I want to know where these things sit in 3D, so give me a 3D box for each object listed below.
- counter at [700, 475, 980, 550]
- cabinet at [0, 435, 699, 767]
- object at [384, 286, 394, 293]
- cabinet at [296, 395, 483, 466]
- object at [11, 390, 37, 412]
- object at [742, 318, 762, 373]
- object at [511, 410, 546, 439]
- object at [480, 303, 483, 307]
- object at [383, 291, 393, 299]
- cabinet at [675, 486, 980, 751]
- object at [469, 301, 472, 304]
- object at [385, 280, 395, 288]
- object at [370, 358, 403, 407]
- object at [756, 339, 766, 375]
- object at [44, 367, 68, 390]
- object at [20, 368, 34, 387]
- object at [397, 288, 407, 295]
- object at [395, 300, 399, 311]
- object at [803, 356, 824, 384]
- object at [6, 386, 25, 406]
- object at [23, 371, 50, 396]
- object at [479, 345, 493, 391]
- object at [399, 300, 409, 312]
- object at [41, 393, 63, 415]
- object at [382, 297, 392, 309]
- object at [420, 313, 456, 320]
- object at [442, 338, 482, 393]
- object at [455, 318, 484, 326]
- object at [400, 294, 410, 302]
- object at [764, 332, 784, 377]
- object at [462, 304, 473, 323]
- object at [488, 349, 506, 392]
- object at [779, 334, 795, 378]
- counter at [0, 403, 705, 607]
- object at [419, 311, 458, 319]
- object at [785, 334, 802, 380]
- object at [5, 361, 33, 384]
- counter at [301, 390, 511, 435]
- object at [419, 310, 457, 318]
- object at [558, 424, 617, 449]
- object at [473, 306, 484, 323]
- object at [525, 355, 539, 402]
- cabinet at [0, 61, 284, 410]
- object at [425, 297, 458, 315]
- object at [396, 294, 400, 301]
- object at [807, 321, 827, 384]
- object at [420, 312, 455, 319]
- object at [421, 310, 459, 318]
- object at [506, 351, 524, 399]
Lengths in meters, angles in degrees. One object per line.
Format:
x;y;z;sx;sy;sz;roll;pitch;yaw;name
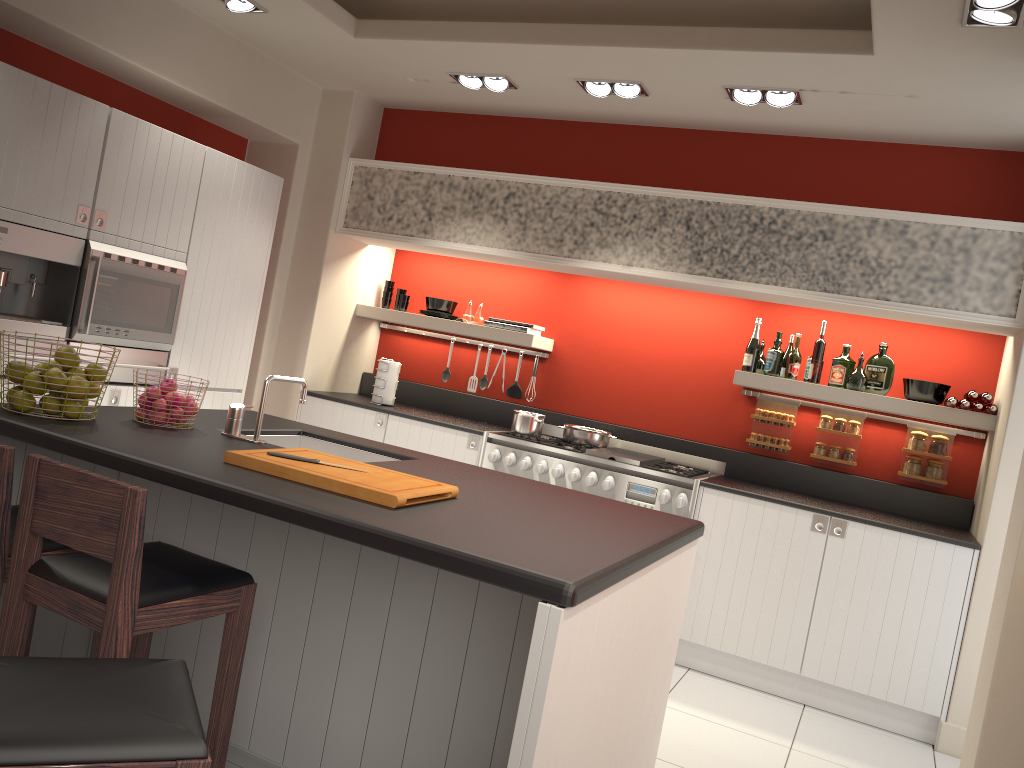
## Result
1.759;0.673;4.821;1.361;0.026;0.699;11;2;23;counter
-0.623;0.812;2.906;2.035;1.011;1.423;11;2;23;cabinet
-0.896;-0.663;6.416;0.070;0.076;0.070;11;1;-5;object
-0.734;0.691;5.891;1.362;0.993;0.687;11;2;23;cabinet
-1.477;0.052;2.683;0.068;0.068;0.068;12;2;34;object
1.429;-0.229;5.239;0.083;0.331;0.083;11;1;-5;object
0.094;0.248;5.385;0.201;0.148;0.201;11;2;16;object
-0.211;-0.542;6.106;0.026;0.032;0.023;11;1;6;object
-0.878;-0.610;6.236;0.070;0.076;0.070;11;1;-5;object
1.666;1.175;4.833;1.362;0.993;0.687;11;2;23;cabinet
-0.282;-0.555;6.050;0.023;0.031;0.024;10;2;-25;object
-0.888;-0.706;6.416;0.070;0.076;0.070;11;1;-5;object
-0.833;-0.014;5.859;0.168;0.304;0.163;10;2;-38;object
1.511;-0.166;5.402;0.113;0.226;0.113;10;1;-25;object
-1.385;-0.016;2.694;0.067;0.068;0.067;10;1;-14;object
-1.524;-0.015;2.815;0.076;0.077;0.076;10;1;-12;object
-0.796;-0.643;6.372;0.070;0.076;0.070;11;1;-5;object
-0.812;-0.557;6.374;0.070;0.076;0.070;11;1;-5;object
1.789;-0.126;5.231;0.094;0.263;0.094;10;1;-10;object
-1.531;0.039;2.752;0.068;0.068;0.068;12;2;34;object
-1.466;-0.002;2.736;0.076;0.077;0.076;10;1;-12;object
-0.177;-0.112;6.171;0.067;0.323;0.022;11;1;22;object
-0.765;-0.544;6.238;0.070;0.076;0.070;11;1;-5;object
-1.416;0.062;2.737;0.068;0.068;0.068;12;2;34;object
-0.886;-0.567;6.237;0.070;0.076;0.070;11;1;-5;object
-0.516;-0.464;6.212;0.280;0.016;0.280;11;2;22;object
-0.351;-0.133;6.245;0.287;0.351;0.022;11;1;24;object
-0.272;-0.420;6.080;0.183;0.027;0.160;9;2;-38;object
-0.757;-0.587;6.237;0.070;0.076;0.070;11;1;-5;object
1.536;-0.173;5.167;0.094;0.264;0.094;11;1;12;object
-0.295;-0.480;6.052;0.076;0.131;0.077;10;1;-24;object
-0.087;-0.098;6.134;0.124;0.297;0.009;11;1;23;object
1.660;-0.161;5.325;0.084;0.277;0.083;11;1;27;object
-0.518;0.290;2.892;2.055;0.050;1.415;11;2;23;counter
-0.514;-0.475;6.212;0.280;0.016;0.280;11;2;22;object
1.666;-0.159;5.227;0.080;0.278;0.080;11;1;27;object
-1.529;-0.036;2.749;0.077;0.068;0.076;11;2;17;object
-0.637;0.190;5.877;1.361;0.026;0.699;11;2;23;counter
-0.513;-0.480;6.212;0.280;0.016;0.280;11;2;22;object
0.466;0.331;5.572;0.309;0.105;0.309;9;2;-39;object
-0.227;-0.469;6.107;0.077;0.134;0.076;11;1;7;object
0.146;-0.037;6.031;0.069;0.328;0.069;11;1;1;object
-2.378;-0.241;4.263;0.717;2.250;2.557;11;2;23;cabinet
-0.502;-0.536;6.210;0.232;0.108;0.233;10;2;-25;object
-0.804;-0.600;6.373;0.070;0.076;0.070;11;1;-5;object
1.781;-0.178;5.135;0.062;0.366;0.210;11;1;23;object
-0.515;-0.470;6.212;0.280;0.016;0.280;11;2;22;object
-0.512;-0.485;6.212;0.280;0.016;0.280;11;2;22;object
0.045;-0.063;6.095;0.123;0.331;0.040;11;1;23;object
